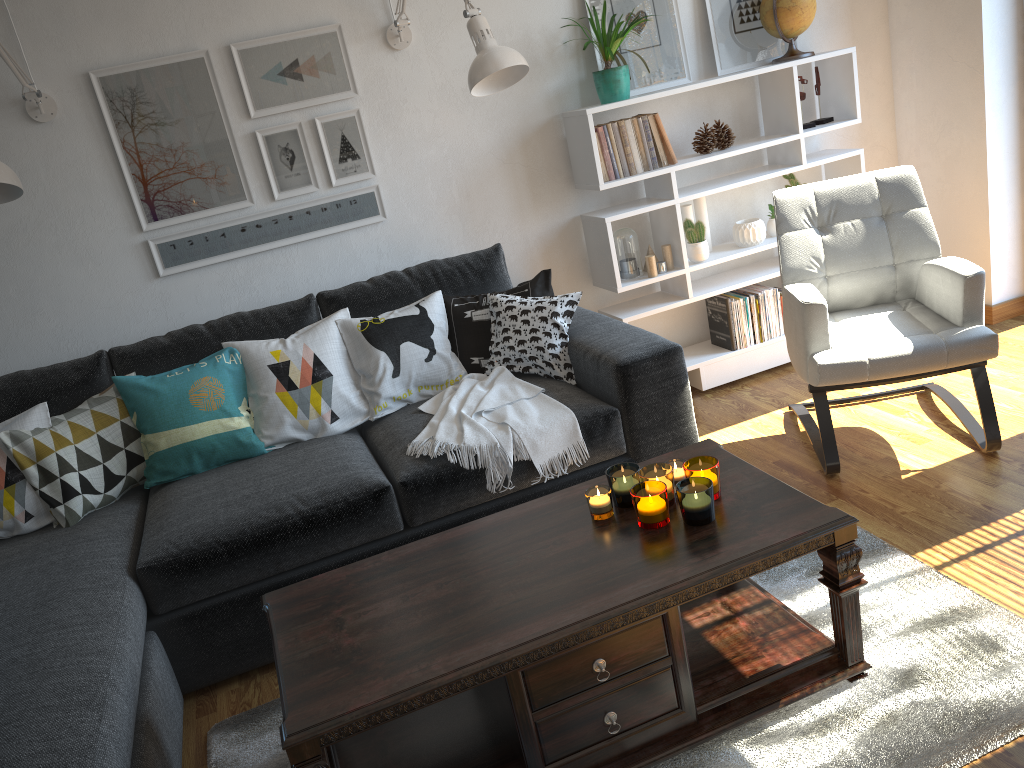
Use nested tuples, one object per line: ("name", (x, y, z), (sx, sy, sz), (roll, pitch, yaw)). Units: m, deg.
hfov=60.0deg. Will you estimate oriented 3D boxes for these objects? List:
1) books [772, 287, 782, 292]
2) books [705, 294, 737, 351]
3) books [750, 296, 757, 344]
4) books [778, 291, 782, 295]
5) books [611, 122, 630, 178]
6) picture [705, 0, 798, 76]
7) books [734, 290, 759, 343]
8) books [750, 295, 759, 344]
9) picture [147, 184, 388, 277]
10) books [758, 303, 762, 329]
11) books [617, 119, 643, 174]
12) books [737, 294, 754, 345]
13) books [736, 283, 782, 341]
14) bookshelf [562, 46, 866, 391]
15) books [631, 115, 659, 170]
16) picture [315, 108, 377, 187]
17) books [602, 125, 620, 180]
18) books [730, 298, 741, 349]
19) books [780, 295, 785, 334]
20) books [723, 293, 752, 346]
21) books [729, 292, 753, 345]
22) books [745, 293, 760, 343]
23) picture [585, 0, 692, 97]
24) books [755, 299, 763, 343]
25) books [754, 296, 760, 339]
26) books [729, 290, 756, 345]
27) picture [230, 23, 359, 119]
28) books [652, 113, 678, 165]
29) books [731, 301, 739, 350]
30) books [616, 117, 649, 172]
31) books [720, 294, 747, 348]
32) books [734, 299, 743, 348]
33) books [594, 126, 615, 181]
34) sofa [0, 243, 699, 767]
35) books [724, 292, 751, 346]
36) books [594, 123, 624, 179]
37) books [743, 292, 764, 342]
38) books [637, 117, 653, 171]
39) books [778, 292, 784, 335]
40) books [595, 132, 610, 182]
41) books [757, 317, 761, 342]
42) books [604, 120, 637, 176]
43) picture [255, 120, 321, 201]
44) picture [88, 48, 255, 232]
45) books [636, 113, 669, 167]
("books", (1.163, -0.323, 3.810), (0.012, 0.180, 0.102), (-18, 19, -15))
("books", (0.881, -0.264, 3.740), (0.025, 0.229, 0.167), (-18, 19, -15))
("books", (0.979, -0.283, 3.766), (0.005, 0.210, 0.169), (-18, 19, -15))
("books", (1.134, -0.320, 3.813), (0.014, 0.181, 0.148), (-18, 19, -15))
("books", (0.392, -0.900, 3.416), (0.044, 0.210, 0.135), (-17, 19, -15))
("picture", (0.949, -1.554, 3.573), (0.389, 0.534, 0.059), (-17, 19, -14))
("books", (0.987, -0.288, 3.764), (0.003, 0.215, 0.177), (-18, 19, -15))
("books", (0.983, -0.285, 3.765), (0.006, 0.210, 0.169), (-18, 19, -15))
("picture", (-0.870, -0.562, 3.217), (0.836, 0.136, 0.021), (-17, 19, -14))
("books", (1.016, -0.274, 3.757), (0.005, 0.181, 0.149), (-18, 19, -15))
("books", (0.442, -0.916, 3.431), (0.048, 0.209, 0.134), (-17, 19, -15))
("books", (0.966, -0.281, 3.766), (0.006, 0.210, 0.169), (-18, 19, -15))
("books", (1.055, -0.308, 3.787), (0.092, 0.218, 0.190), (-18, 19, -15))
("bookshelf", (0.903, -0.640, 3.676), (1.188, 1.206, 0.237), (-17, 19, -14))
("books", (0.508, -0.938, 3.450), (0.044, 0.209, 0.132), (-17, 19, -14))
("picture", (-0.605, -0.861, 3.231), (0.166, 0.249, 0.021), (-17, 19, -14))
("books", (0.356, -0.887, 3.408), (0.033, 0.211, 0.136), (-17, 19, -14))
("books", (0.904, -0.268, 3.750), (0.005, 0.220, 0.175), (-18, 19, -15))
("books", (1.123, -0.309, 3.809), (0.014, 0.170, 0.156), (-18, 19, -15))
("books", (0.957, -0.279, 3.763), (0.005, 0.210, 0.169), (-18, 19, -15))
("books", (0.962, -0.280, 3.762), (0.005, 0.212, 0.173), (-18, 19, -15))
("books", (0.990, -0.287, 3.769), (0.006, 0.210, 0.169), (-18, 19, -15))
("picture", (0.479, -1.407, 3.445), (0.389, 0.534, 0.059), (-17, 19, -14))
("books", (1.009, -0.277, 3.762), (0.005, 0.191, 0.152), (-18, 19, -15))
("books", (0.995, -0.288, 3.770), (0.004, 0.207, 0.165), (-18, 19, -15))
("books", (0.971, -0.287, 3.766), (0.008, 0.220, 0.172), (-18, 19, -15))
("picture", (-0.758, -1.100, 3.114), (0.389, 0.249, 0.021), (-17, 19, -14))
("books", (0.573, -0.956, 3.464), (0.070, 0.205, 0.132), (-17, 19, -14))
("books", (0.897, -0.259, 3.747), (0.005, 0.210, 0.169), (-18, 19, -15))
("books", (0.468, -0.924, 3.437), (0.044, 0.210, 0.132), (-18, 19, -15))
("books", (0.929, -0.271, 3.749), (0.003, 0.217, 0.173), (-18, 19, -15))
("books", (0.915, -0.266, 3.748), (0.004, 0.215, 0.176), (-18, 19, -15))
("books", (0.335, -0.882, 3.400), (0.043, 0.206, 0.128), (-18, 19, -15))
("sofa", (-0.612, 0.368, 2.317), (2.506, 0.851, 2.156), (-17, 19, -15))
("books", (0.955, -0.277, 3.751), (0.007, 0.215, 0.170), (-18, 19, -15))
("books", (0.371, -0.894, 3.409), (0.035, 0.210, 0.128), (-18, 19, -15))
("books", (1.021, -0.285, 3.749), (0.006, 0.205, 0.123), (-18, 19, -15))
("books", (0.489, -0.929, 3.444), (0.035, 0.205, 0.131), (-18, 19, -15))
("books", (1.098, -0.319, 3.825), (0.018, 0.187, 0.195), (-18, 19, -15))
("books", (0.313, -0.865, 3.391), (0.047, 0.192, 0.123), (-18, 19, -15))
("books", (0.999, -0.285, 3.773), (0.004, 0.199, 0.159), (-18, 19, -15))
("books", (0.417, -0.908, 3.418), (0.044, 0.211, 0.133), (-17, 19, -14))
("picture", (-0.802, -0.800, 3.178), (0.166, 0.249, 0.021), (-17, 19, -14))
("picture", (-1.153, -0.833, 3.041), (0.389, 0.536, 0.013), (-17, 19, -14))
("books", (0.542, -0.948, 3.459), (0.061, 0.212, 0.127), (-17, 19, -14))
